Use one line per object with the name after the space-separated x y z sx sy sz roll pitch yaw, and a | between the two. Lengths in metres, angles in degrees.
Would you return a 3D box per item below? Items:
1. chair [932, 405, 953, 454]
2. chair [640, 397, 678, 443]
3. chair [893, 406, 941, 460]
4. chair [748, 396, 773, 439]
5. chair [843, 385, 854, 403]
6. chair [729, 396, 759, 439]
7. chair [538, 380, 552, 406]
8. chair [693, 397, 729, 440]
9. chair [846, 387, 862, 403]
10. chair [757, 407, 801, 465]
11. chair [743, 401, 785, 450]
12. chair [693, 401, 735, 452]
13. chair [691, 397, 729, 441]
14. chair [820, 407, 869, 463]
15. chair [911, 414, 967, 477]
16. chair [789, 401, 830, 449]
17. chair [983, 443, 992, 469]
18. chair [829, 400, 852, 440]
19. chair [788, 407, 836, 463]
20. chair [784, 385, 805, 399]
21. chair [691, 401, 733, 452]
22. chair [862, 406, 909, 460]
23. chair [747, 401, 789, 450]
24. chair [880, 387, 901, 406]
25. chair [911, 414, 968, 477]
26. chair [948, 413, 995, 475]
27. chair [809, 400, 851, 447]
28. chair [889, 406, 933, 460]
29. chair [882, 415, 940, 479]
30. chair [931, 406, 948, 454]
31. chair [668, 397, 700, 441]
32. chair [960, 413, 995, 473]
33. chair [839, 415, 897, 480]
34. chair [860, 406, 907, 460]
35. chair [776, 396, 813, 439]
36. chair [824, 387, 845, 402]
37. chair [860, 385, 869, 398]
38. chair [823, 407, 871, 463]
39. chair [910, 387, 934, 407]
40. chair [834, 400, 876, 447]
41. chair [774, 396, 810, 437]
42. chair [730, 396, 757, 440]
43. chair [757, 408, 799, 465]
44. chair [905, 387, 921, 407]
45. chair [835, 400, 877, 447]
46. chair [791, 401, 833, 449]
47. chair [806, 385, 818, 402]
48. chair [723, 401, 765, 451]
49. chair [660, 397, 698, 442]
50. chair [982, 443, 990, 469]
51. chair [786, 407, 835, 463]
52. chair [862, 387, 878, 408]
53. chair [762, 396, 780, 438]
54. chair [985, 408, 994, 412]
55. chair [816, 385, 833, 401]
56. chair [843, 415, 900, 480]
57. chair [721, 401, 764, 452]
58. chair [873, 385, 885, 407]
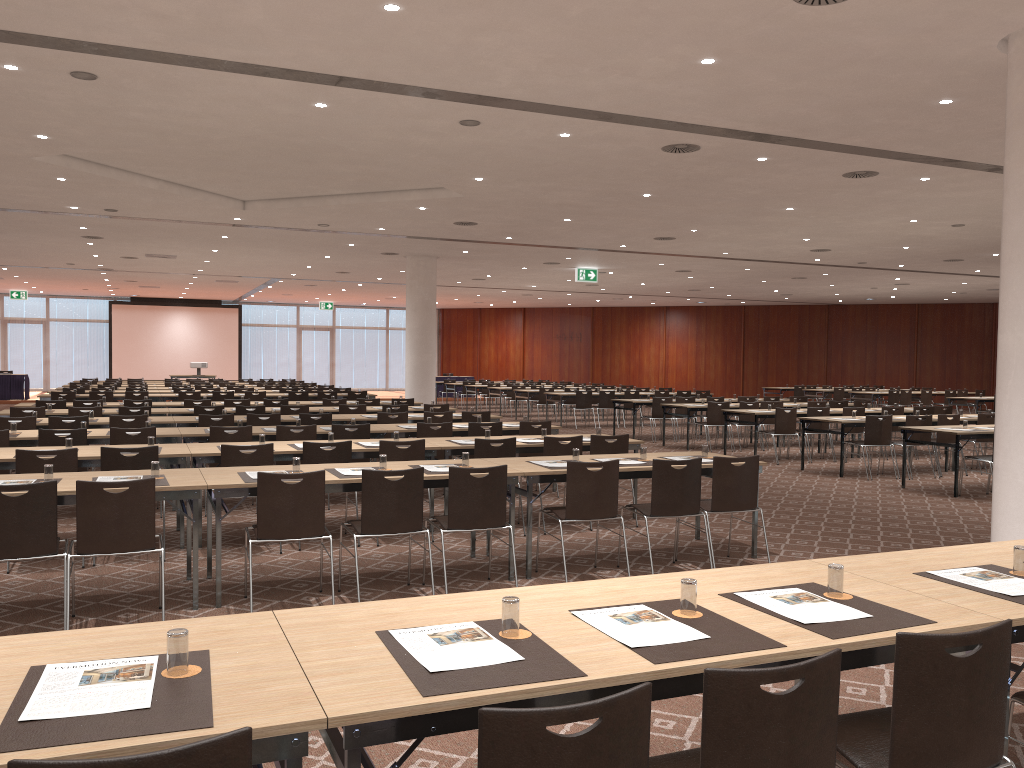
7.830 0.858 16.387 0.535 0.940 0.613 0 2 -20 | chair
3.089 0.732 18.605 0.535 0.940 0.613 0 2 -23 | chair
7.339 0.861 16.055 0.535 0.940 0.613 0 2 -21 | chair
5.675 0.733 19.771 0.535 0.940 0.613 0 2 -25 | chair
11.414 0.505 30.440 0.535 0.940 0.613 0 2 -20 | chair
5.040 0.731 19.551 0.535 0.940 0.613 0 2 -24 | chair
1.091 0.312 32.387 0.535 0.940 0.613 0 2 -23 | chair
4.287 0.733 19.108 0.535 0.940 0.613 0 2 -24 | chair
10.692 0.569 27.835 0.535 0.940 0.613 0 2 -25 | chair
4.505 0.855 14.945 0.535 0.940 0.613 0 2 -21 | chair
4.930 0.792 17.337 0.535 0.940 0.613 0 2 -20 | chair
3.846 0.792 16.836 0.535 0.940 0.613 0 2 -21 | chair
4.270 0.733 19.101 0.535 0.940 0.613 0 2 -23 | chair
5.788 0.859 15.404 0.535 0.940 0.613 0 2 -23 | chair
6.566 0.919 13.643 0.535 0.940 0.613 0 2 -24 | chair
5.908 0.797 17.621 0.535 0.940 0.613 0 2 -26 | chair
8.052 0.921 14.267 0.535 0.940 0.613 0 2 -23 | chair
6.529 0.794 18.008 0.535 0.940 0.613 0 2 -23 | chair
5.176 0.854 15.273 0.535 0.940 0.613 0 2 -22 | chair
9.405 0.508 29.383 0.535 0.940 0.613 0 2 -23 | chair
3.799 0.792 16.816 0.535 0.940 0.613 0 2 -20 | chair
6.710 0.858 15.871 0.535 0.940 0.613 0 2 -21 | chair
5.025 0.793 17.377 0.535 0.940 0.613 0 2 -26 | chair
12.232 0.568 28.616 0.535 0.940 0.613 0 2 -20 | chair
6.582 0.919 13.650 0.535 0.940 0.613 0 2 -20 | chair
7.363 0.919 14.024 0.535 0.940 0.613 0 2 -24 | chair
6.465 0.794 17.981 0.535 0.940 0.613 0 2 -24 | chair
7.268 0.861 16.025 0.535 0.940 0.613 0 2 -24 | chair
6.008 0.921 13.329 0.535 0.940 0.613 0 2 -20 | chair
7.803 0.858 16.375 0.535 0.940 0.613 0 2 -21 | chair
3.626 0.730 18.911 0.535 0.940 0.613 0 2 -26 | chair
7.467 0.919 14.067 0.535 0.940 0.613 0 2 -24 | chair
5.292 0.916 13.155 0.535 0.940 0.613 0 2 -20 | chair
6.633 0.858 15.838 0.535 0.940 0.613 0 2 -22 | chair
6.370 0.736 19.982 0.535 0.940 0.613 0 2 -25 | chair
10.097 0.565 27.720 0.535 0.940 0.613 0 2 -24 | chair
12.004 0.509 30.553 0.535 0.940 0.613 0 2 -25 | chair
5.836 0.859 15.424 0.535 0.940 0.613 0 2 -20 | chair
13.434 0.573 28.986 0.535 0.940 0.613 0 2 -20 | chair
7.049 0.796 18.180 0.535 0.940 0.613 0 2 -22 | chair
6.310 0.736 19.957 0.535 0.940 0.613 0 2 -21 | chair
5.121 0.731 19.585 0.535 0.940 0.613 0 2 -20 | chair
4.503 0.855 14.944 0.535 0.940 0.613 0 2 -25 | chair
12.897 0.575 28.682 0.535 0.940 0.613 0 2 -26 | chair
7.053 0.796 18.182 0.535 0.940 0.613 0 2 -23 | chair
5.978 0.797 17.651 0.535 0.940 0.613 0 2 -25 | chair
9.941 0.503 29.821 0.535 0.940 0.613 0 2 -25 | chair
4.452 0.795 17.010 0.535 0.940 0.613 0 2 -20 | chair
3.565 0.730 18.885 0.535 0.940 0.613 0 2 -24 | chair
8.023 0.921 14.255 0.535 0.940 0.613 0 2 -23 | chair
5.144 0.854 15.260 0.535 0.940 0.613 0 2 -20 | chair
11.270 0.566 28.212 0.535 0.940 0.613 0 2 -23 | chair
5.677 0.733 19.771 0.535 0.940 0.613 0 2 -22 | chair
12.308 0.739 22.630 0.535 0.940 0.613 0 2 -22 | chair
10.514 0.507 29.928 0.535 0.940 0.613 0 2 -24 | chair
5.349 0.917 13.179 0.535 0.940 0.613 0 2 -21 | chair
4.431 0.795 17.001 0.535 0.940 0.613 0 2 -23 | chair
12.663 0.506 30.964 0.535 0.940 0.613 0 2 -21 | chair
